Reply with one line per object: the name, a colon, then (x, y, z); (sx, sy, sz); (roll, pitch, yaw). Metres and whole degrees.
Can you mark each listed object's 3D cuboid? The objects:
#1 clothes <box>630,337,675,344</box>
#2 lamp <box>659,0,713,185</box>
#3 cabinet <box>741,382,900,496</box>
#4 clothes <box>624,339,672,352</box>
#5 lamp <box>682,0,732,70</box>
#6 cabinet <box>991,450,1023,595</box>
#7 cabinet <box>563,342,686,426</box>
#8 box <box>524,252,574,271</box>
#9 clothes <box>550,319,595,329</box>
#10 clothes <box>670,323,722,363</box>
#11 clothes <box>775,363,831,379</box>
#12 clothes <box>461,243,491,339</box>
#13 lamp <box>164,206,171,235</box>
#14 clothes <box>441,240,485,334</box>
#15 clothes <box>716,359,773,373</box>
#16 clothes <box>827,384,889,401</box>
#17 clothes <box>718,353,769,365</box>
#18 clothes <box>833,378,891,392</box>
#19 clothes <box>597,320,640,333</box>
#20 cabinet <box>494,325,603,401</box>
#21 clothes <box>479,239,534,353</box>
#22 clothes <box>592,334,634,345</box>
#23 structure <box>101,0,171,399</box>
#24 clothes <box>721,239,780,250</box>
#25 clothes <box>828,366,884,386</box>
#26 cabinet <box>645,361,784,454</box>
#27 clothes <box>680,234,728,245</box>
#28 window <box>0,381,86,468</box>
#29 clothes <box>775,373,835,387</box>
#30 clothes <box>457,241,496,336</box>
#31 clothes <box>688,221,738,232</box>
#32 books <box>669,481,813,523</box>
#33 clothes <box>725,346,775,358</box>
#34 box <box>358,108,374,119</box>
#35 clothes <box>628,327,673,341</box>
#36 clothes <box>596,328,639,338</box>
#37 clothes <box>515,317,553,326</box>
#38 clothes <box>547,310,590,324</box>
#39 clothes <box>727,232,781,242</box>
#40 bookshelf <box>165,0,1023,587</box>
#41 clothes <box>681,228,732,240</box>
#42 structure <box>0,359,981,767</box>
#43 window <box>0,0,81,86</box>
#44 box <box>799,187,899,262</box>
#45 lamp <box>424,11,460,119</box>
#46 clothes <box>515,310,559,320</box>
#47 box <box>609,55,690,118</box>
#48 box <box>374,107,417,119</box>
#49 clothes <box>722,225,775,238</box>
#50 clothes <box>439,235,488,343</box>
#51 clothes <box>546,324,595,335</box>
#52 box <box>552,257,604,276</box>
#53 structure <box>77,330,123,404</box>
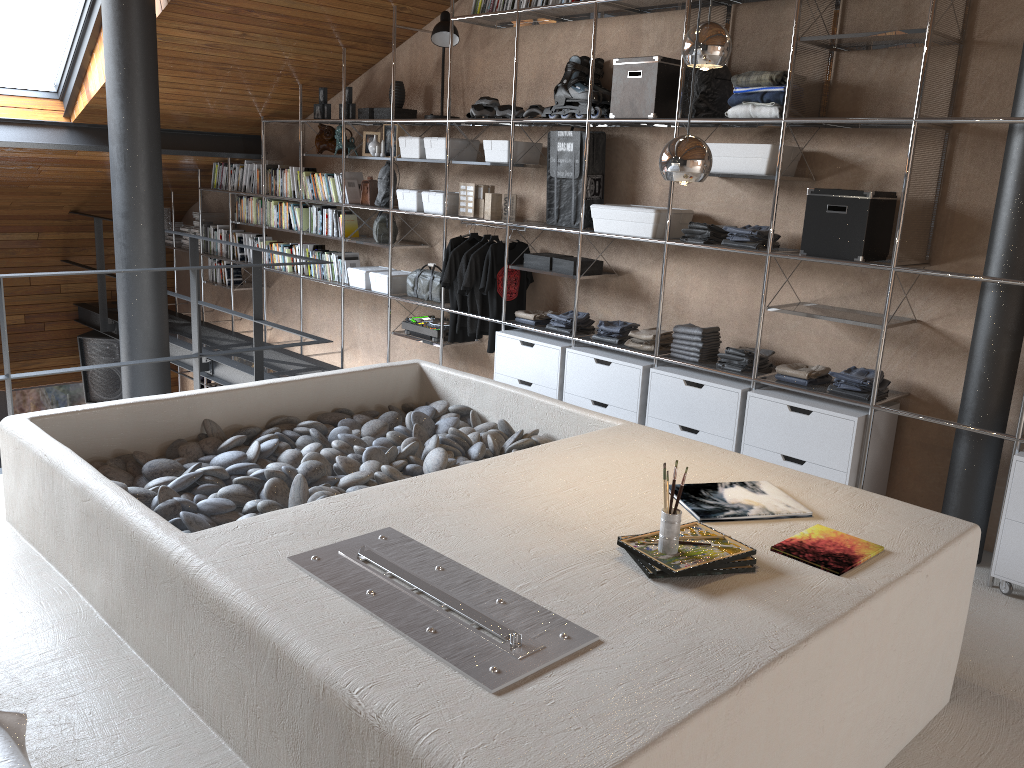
clothes: (0.747, -0.237, 4.665); (0.229, 0.052, 0.199); (-9, 18, -40)
lamp: (0.524, -1.415, 2.269); (0.146, 1.771, 0.146); (-2, 14, -19)
cabinet: (1.404, 0.332, 4.102); (0.435, 0.561, 0.527); (-10, 19, -43)
clothes: (0.746, -0.215, 4.695); (0.212, 0.053, 0.238); (15, 18, 41)
lamp: (0.612, -1.653, 2.474); (0.146, 1.473, 0.146); (0, 14, -14)
cabinet: (2.188, 0.562, 3.329); (0.435, 0.561, 0.527); (-10, 19, -43)
cabinet: (0.619, 0.101, 4.882); (0.435, 0.561, 0.527); (-10, 19, -43)
box: (0.213, -0.715, 5.179); (0.207, 0.079, 0.208); (16, 19, 42)
clothes: (0.339, -0.353, 5.088); (0.215, 0.047, 0.191); (-10, 19, -43)
clothes: (0.931, -0.212, 4.471); (0.184, 0.172, 0.201); (-9, 18, -42)
clothes: (1.354, -0.064, 4.090); (0.221, 0.050, 0.196); (-9, 18, -41)
clothes: (-0.134, -0.583, 5.502); (0.074, 0.586, 0.488); (13, 17, 37)
lamp: (-3.322, -1.093, 8.014); (0.475, 1.001, 0.475); (-2, 15, -21)
clothes: (-0.265, -0.621, 5.631); (0.074, 0.586, 0.488); (13, 17, 37)
clothes: (1.130, -0.103, 4.338); (0.243, 0.045, 0.208); (-11, 19, -44)
clothes: (1.545, 0.019, 3.927); (0.243, 0.045, 0.208); (-10, 19, -43)
clothes: (1.142, -0.129, 4.347); (0.215, 0.047, 0.191); (-11, 19, -44)
clothes: (1.535, -0.003, 3.907); (0.215, 0.047, 0.191); (-10, 19, -43)
clothes: (0.591, -0.318, 4.854); (0.204, 0.049, 0.184); (-11, 19, -44)
cabinet: (0.227, -0.012, 5.264); (0.435, 0.561, 0.527); (-10, 19, -43)
clothes: (-0.026, -0.534, 5.423); (0.090, 0.689, 0.424); (16, 19, 42)
clothes: (0.582, -0.265, 4.874); (0.207, 0.048, 0.242); (15, 18, 41)
structure: (-2.087, 0.030, 5.312); (1.197, 5.697, 1.690); (-10, 19, -43)
clothes: (1.146, -0.672, 4.213); (0.243, 0.045, 0.208); (-10, 19, -43)
clothes: (1.531, -0.036, 3.915); (0.200, 0.052, 0.194); (-10, 19, -42)
cabinet: (1.017, 0.218, 4.488); (0.435, 0.561, 0.527); (-10, 19, -43)
clothes: (0.964, -0.721, 4.396); (0.243, 0.045, 0.208); (-11, 19, -44)
window: (-6.501, 0.903, 7.574); (5.937, 1.521, 0.101); (-10, 19, -43)
clothes: (1.361, -0.035, 4.108); (0.248, 0.043, 0.190); (-7, 17, -35)
clothes: (-0.158, -0.600, 5.569); (0.074, 0.586, 0.488); (13, 17, 37)
clothes: (0.982, -0.773, 4.382); (0.200, 0.052, 0.194); (-10, 19, -42)
books: (0.659, 0.342, 2.611); (0.347, 0.019, 0.261); (0, 14, -13)
clothes: (1.149, -0.155, 4.324); (0.200, 0.052, 0.194); (-10, 19, -42)
box: (-0.936, -1.868, 6.161); (0.208, 0.079, 0.207); (-5, 16, -30)
clothes: (0.746, -0.266, 4.672); (0.212, 0.047, 0.187); (-10, 19, -43)
clothes: (0.575, -0.287, 4.851); (0.203, 0.053, 0.198); (-9, 18, -40)
clothes: (0.165, -0.386, 5.289); (0.248, 0.043, 0.190); (-7, 17, -35)
clothes: (0.335, -0.386, 5.096); (0.200, 0.052, 0.194); (-10, 19, -42)
clothes: (1.136, -0.694, 4.193); (0.215, 0.047, 0.191); (-10, 19, -43)
bookshelf: (0.272, -0.106, 5.277); (0.421, 6.216, 10.741); (-10, 19, -43)
clothes: (0.975, -0.747, 4.405); (0.215, 0.047, 0.191); (-11, 19, -44)
structure: (-1.178, 0.455, 1.887); (4.614, 1.120, 2.635); (-10, 19, -43)
window: (-4.163, -2.242, 4.444); (3.819, 1.030, 1.213); (-10, 19, -43)
box: (1.463, -0.695, 3.859); (0.266, 0.295, 0.289); (-10, 19, -43)
lamp: (-0.437, -2.009, 5.616); (0.233, 0.660, 0.323); (5, 14, 8)
clothes: (0.157, -0.414, 5.271); (0.221, 0.050, 0.196); (-9, 18, -41)
box: (0.699, -1.492, 4.507); (0.266, 0.295, 0.289); (-10, 19, -43)
box: (-0.789, -1.823, 6.006); (0.207, 0.079, 0.208); (15, 18, 41)
clothes: (1.132, -0.727, 4.201); (0.200, 0.052, 0.194); (-10, 19, -42)
clothes: (-0.283, -0.610, 5.676); (0.090, 0.689, 0.424); (16, 19, 42)
clothes: (0.348, -0.331, 5.108); (0.243, 0.045, 0.208); (-10, 19, -43)
box: (0.370, -0.666, 5.012); (0.208, 0.079, 0.207); (-6, 16, -32)
structure: (-3.884, -0.179, 8.683); (0.461, 0.735, 0.488); (4, 14, 5)
